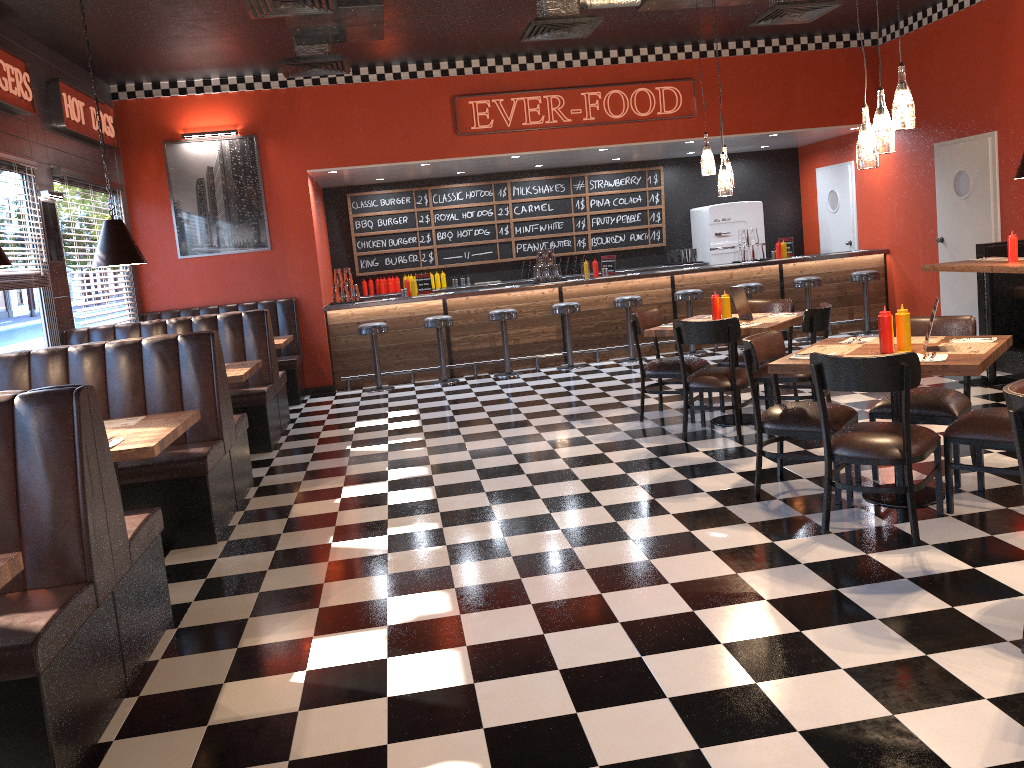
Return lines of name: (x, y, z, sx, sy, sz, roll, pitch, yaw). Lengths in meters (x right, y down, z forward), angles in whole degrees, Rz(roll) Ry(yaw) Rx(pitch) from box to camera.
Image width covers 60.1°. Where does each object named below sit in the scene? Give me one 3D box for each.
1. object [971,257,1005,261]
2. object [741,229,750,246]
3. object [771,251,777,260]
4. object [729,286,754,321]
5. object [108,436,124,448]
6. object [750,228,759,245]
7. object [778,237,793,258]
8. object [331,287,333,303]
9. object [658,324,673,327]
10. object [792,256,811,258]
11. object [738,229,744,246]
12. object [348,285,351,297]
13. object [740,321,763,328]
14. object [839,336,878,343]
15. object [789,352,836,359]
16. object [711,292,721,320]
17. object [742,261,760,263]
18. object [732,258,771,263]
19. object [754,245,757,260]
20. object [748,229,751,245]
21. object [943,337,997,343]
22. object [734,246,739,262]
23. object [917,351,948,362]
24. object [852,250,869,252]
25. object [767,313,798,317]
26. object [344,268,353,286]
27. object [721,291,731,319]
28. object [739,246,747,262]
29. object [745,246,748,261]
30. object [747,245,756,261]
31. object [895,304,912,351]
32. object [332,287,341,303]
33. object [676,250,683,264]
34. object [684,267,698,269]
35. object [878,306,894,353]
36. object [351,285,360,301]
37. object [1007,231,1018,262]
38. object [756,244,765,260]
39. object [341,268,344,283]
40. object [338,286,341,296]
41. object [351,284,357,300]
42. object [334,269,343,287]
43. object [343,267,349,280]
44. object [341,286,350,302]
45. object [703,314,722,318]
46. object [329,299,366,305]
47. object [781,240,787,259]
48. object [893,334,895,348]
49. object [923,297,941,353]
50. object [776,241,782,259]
object: (3.962, -1.049, 7.406, 0.255, 0.019, 0.158, -7, 9, -10)
object: (2.994, -1.879, 11.368, 0.105, 0.208, 0.106, 0, 9, 37)
object: (3.394, -1.680, 11.449, 0.094, 0.135, 0.047, -7, 7, -12)
object: (1.727, -0.612, 6.675, 0.072, 0.256, 0.189, -8, 7, -17)
object: (-1.860, 0.269, 4.017, 0.157, 0.019, 0.256, -6, 9, -6)
object: (3.111, -1.891, 11.371, 0.105, 0.208, 0.106, 0, 9, 37)
object: (3.561, -1.770, 11.523, 0.188, 0.256, 0.073, -2, 7, 28)
object: (-2.159, -1.087, 10.838, 0.105, 0.208, 0.106, -8, 7, -22)
object: (1.245, -0.446, 6.687, 0.255, 0.019, 0.158, 2, 12, 41)
object: (3.663, -1.618, 11.262, 0.157, 0.019, 0.256, -7, 9, -12)
object: (2.977, -1.891, 11.457, 0.105, 0.208, 0.106, 0, 9, 37)
object: (-2.255, -1.290, 12.207, 0.105, 0.208, 0.106, -8, 7, -22)
object: (1.673, -0.424, 6.282, 0.157, 0.019, 0.256, 1, 11, 38)
object: (1.939, -0.248, 4.978, 0.157, 0.019, 0.256, 2, 11, 40)
object: (1.571, -0.148, 4.567, 0.255, 0.019, 0.158, 1, 11, 37)
object: (1.529, -0.578, 6.641, 0.068, 0.236, 0.068, -1, 8, 35)
object: (2.993, -1.536, 11.148, 0.157, 0.019, 0.256, -7, 9, -11)
object: (3.089, -1.594, 11.460, 0.437, 0.018, 0.274, -7, 9, -7)
object: (3.167, -1.707, 11.510, 0.105, 0.208, 0.106, 0, 9, 37)
object: (3.090, -1.906, 11.481, 0.105, 0.208, 0.106, 0, 9, 37)
object: (2.368, -0.230, 4.597, 0.255, 0.019, 0.158, 2, 11, 39)
object: (2.935, -1.682, 11.492, 0.105, 0.208, 0.106, 0, 9, 37)
object: (1.979, -0.131, 4.204, 0.157, 0.019, 0.256, 0, 10, 30)
object: (4.463, -1.712, 11.364, 0.157, 0.019, 0.256, -5, 9, 3)
object: (2.021, -0.522, 6.697, 0.255, 0.019, 0.158, 0, 10, 32)
object: (-1.982, -1.297, 10.717, 0.105, 0.208, 0.106, -8, 7, -22)
object: (1.585, -0.571, 6.566, 0.068, 0.236, 0.068, -5, 7, 7)
object: (2.963, -1.668, 11.384, 0.105, 0.208, 0.106, 0, 9, 37)
object: (3.050, -1.693, 11.494, 0.105, 0.208, 0.106, 0, 9, 38)
object: (3.072, -1.679, 11.388, 0.105, 0.208, 0.106, 0, 9, 38)
object: (1.982, -0.287, 4.488, 0.068, 0.236, 0.068, -6, 6, -2)
object: (-2.131, -1.073, 10.730, 0.105, 0.208, 0.106, -8, 7, -22)
object: (2.388, -1.800, 12.605, 0.105, 0.208, 0.106, 0, 9, 38)
object: (2.235, -1.447, 11.046, 0.157, 0.019, 0.256, -7, 9, -6)
object: (1.889, -0.277, 4.478, 0.068, 0.236, 0.068, -6, 6, -2)
object: (-1.900, -1.097, 10.742, 0.105, 0.208, 0.106, -8, 7, -22)
object: (3.844, -1.054, 6.801, 0.068, 0.236, 0.068, -10, 8, -32)
object: (3.194, -1.692, 11.396, 0.105, 0.208, 0.106, 0, 9, 37)
object: (-2.397, -1.508, 12.338, 0.105, 0.208, 0.106, -8, 7, -22)
object: (-2.369, -1.275, 12.181, 0.105, 0.208, 0.106, -8, 7, -22)
object: (-1.927, -1.113, 10.856, 0.105, 0.208, 0.106, -8, 7, -22)
object: (-2.100, -1.285, 10.713, 0.105, 0.208, 0.106, -8, 7, -22)
object: (-2.282, -1.504, 12.240, 0.105, 0.208, 0.106, -8, 7, -22)
object: (-2.021, -1.084, 10.733, 0.105, 0.208, 0.106, -8, 7, -22)
object: (1.634, -0.548, 7.101, 0.157, 0.019, 0.256, 2, 11, 40)
object: (-2.005, -0.999, 10.805, 0.437, 0.018, 0.274, -7, 9, -7)
object: (3.497, -1.735, 11.399, 0.068, 0.236, 0.068, -11, 8, -38)
object: (1.945, -0.247, 4.587, 0.047, 0.135, 0.094, 0, 9, 42)
object: (2.097, -0.300, 4.434, 0.072, 0.256, 0.189, -3, 8, 23)
object: (3.418, -1.720, 11.351, 0.068, 0.236, 0.068, -3, 7, 24)
